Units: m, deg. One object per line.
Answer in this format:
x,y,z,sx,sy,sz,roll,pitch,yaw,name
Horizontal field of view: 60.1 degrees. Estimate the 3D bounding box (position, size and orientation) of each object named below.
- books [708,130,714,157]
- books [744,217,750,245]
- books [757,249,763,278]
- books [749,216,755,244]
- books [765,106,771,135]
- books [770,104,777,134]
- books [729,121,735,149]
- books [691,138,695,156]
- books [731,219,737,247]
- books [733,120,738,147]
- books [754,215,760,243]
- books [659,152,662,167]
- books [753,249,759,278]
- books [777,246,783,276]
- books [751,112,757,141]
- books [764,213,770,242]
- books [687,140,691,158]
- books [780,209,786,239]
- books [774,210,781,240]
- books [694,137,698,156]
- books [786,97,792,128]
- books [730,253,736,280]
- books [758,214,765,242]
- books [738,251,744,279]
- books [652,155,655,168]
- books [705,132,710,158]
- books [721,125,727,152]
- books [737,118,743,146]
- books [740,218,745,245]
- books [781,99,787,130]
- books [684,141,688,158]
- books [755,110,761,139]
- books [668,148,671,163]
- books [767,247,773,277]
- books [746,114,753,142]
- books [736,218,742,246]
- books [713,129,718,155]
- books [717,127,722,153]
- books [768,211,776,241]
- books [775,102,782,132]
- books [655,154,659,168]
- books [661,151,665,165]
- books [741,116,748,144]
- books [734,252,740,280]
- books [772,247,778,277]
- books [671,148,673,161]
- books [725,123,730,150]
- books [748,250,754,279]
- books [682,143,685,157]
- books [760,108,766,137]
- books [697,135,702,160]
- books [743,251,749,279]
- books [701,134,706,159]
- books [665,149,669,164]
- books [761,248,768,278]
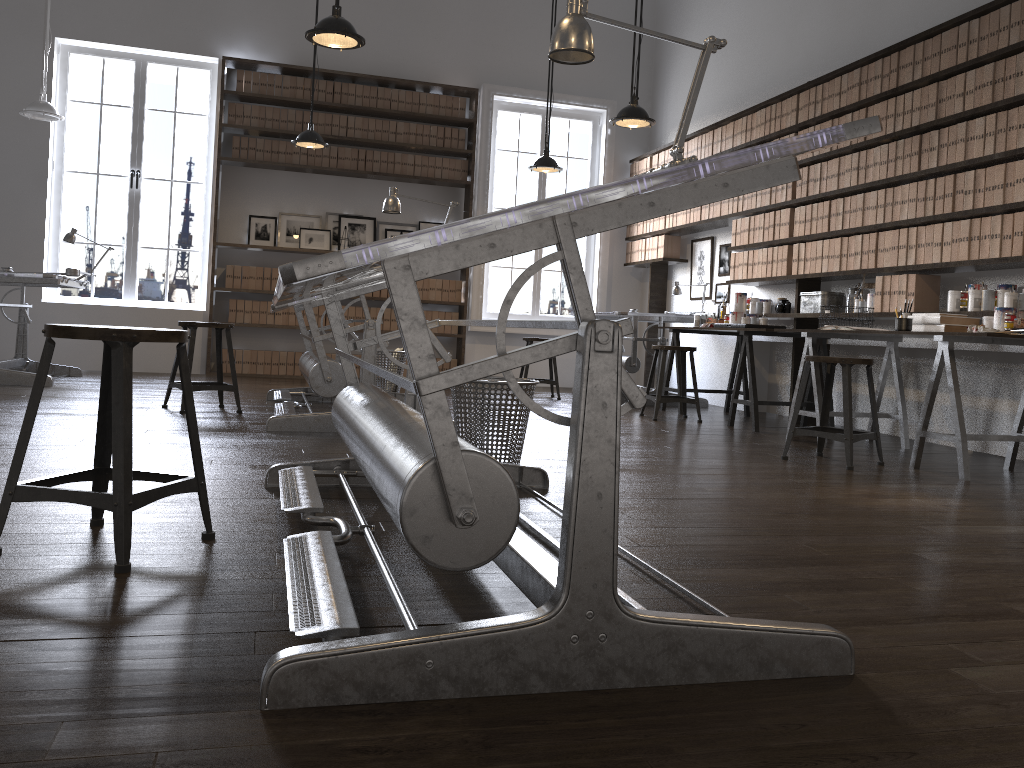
1.803,-2.077,7.691,0.174,0.226,0.067,3,1,-15,books
1.940,-1.207,7.034,0.174,0.226,0.067,3,1,-16,books
1.987,-0.922,6.828,0.174,0.225,0.067,3,1,-16,books
1.964,-1.202,6.971,0.174,0.225,0.067,3,1,-15,books
2.044,-2.012,6.811,0.174,0.226,0.067,3,1,-15,books
2.065,-2.008,6.751,0.174,0.225,0.067,3,1,-16,books
1.896,-2.052,7.348,0.174,0.226,0.067,3,1,-16,books
1.712,-2.101,8.026,0.174,0.225,0.067,3,1,-15,books
1.888,-1.222,7.229,0.174,0.226,0.067,3,1,-16,books
1.918,-2.047,7.285,0.174,0.225,0.067,3,1,-15,books
1.983,-1.197,6.902,0.174,0.225,0.067,3,1,-15,books
1.532,-2.150,8.694,0.174,0.225,0.067,3,1,-15,books
1.972,-0.927,6.896,0.174,0.225,0.067,3,1,-15,books
2.063,-0.902,6.565,0.174,0.225,0.067,3,1,-15,books
1.994,-2.027,7.020,0.174,0.225,0.067,3,1,-15,books
2.021,-1.187,6.766,0.174,0.225,0.067,3,1,-16,books
1.698,-2.106,8.094,0.174,0.225,0.067,3,1,-16,books
2.078,-1.172,6.548,0.174,0.225,0.067,3,1,-15,books
2.061,-1.177,6.622,0.174,0.225,0.067,3,1,-16,books
1.728,-2.096,7.955,0.174,0.225,0.067,3,1,-15,books
2.121,-1.993,6.545,0.174,0.225,0.067,3,1,-15,books
1.874,-0.951,7.224,0.174,0.226,0.067,3,1,-16,books
1.998,-1.193,6.833,0.174,0.225,0.067,3,1,-16,books
1.912,-0.942,7.100,0.174,0.225,0.067,3,1,-15,books
1.492,-2.160,8.838,0.174,0.225,0.067,3,1,-15,books
1.788,-2.082,7.763,0.174,0.225,0.067,3,1,-16,books
1.865,-2.061,7.483,0.174,0.225,0.067,3,1,-15,books
1.934,-2.042,7.224,0.174,0.225,0.067,3,1,-15,books
1.927,-1.212,7.100,0.174,0.225,0.067,3,1,-15,books
2.106,-1.998,6.613,0.174,0.225,0.067,3,1,-16,books
1.677,-2.111,8.161,0.174,0.225,0.067,3,1,-16,books
2.009,-2.023,6.952,0.174,0.225,0.067,3,1,-16,books
1.588,-2.135,8.489,0.174,0.225,0.067,3,1,-16,books
2.022,-0.912,6.687,0.174,0.226,0.067,3,1,-15,books
1.973,-2.032,7.087,0.174,0.225,0.067,3,1,-15,books
1.909,-1.216,7.160,0.174,0.225,0.067,3,1,-15,books
1.828,-2.071,7.620,0.174,0.225,0.067,3,1,-16,books
1.842,-2.066,7.550,0.174,0.225,0.067,3,1,-16,books
2.036,-1.182,6.692,0.174,0.226,0.067,3,1,-15,books
2.086,-2.002,6.680,0.174,0.225,0.067,3,1,-16,books
1.507,-2.155,8.765,0.174,0.226,0.067,3,1,-16,books
1.546,-2.145,8.625,0.174,0.225,0.067,3,1,-15,books
1.951,-2.037,7.153,0.174,0.226,0.067,3,1,-16,books
1.896,-0.946,7.161,0.174,0.225,0.067,3,1,-15,books
2.043,-0.907,6.627,0.174,0.225,0.067,3,1,-16,books
1.600,-2.130,8.423,0.174,0.226,0.067,3,1,-15,books
1.884,-2.056,7.414,0.174,0.225,0.067,3,1,-15,books
1.951,-0.932,6.963,0.174,0.225,0.067,3,1,-15,books
1.655,-2.116,8.228,0.174,0.226,0.067,3,1,-15,books
2.025,-2.018,6.881,0.174,0.225,0.067,3,1,-16,books
1.748,-2.091,7.886,0.174,0.226,0.067,3,1,-16,books
1.929,-0.937,7.029,0.174,0.226,0.067,3,1,-16,books
1.769,-2.086,7.826,0.174,0.225,0.067,3,1,-15,books
1.569,-2.140,8.557,0.174,0.225,0.067,3,1,-16,books
2.003,-0.917,6.757,0.174,0.225,0.067,3,1,-16,books
